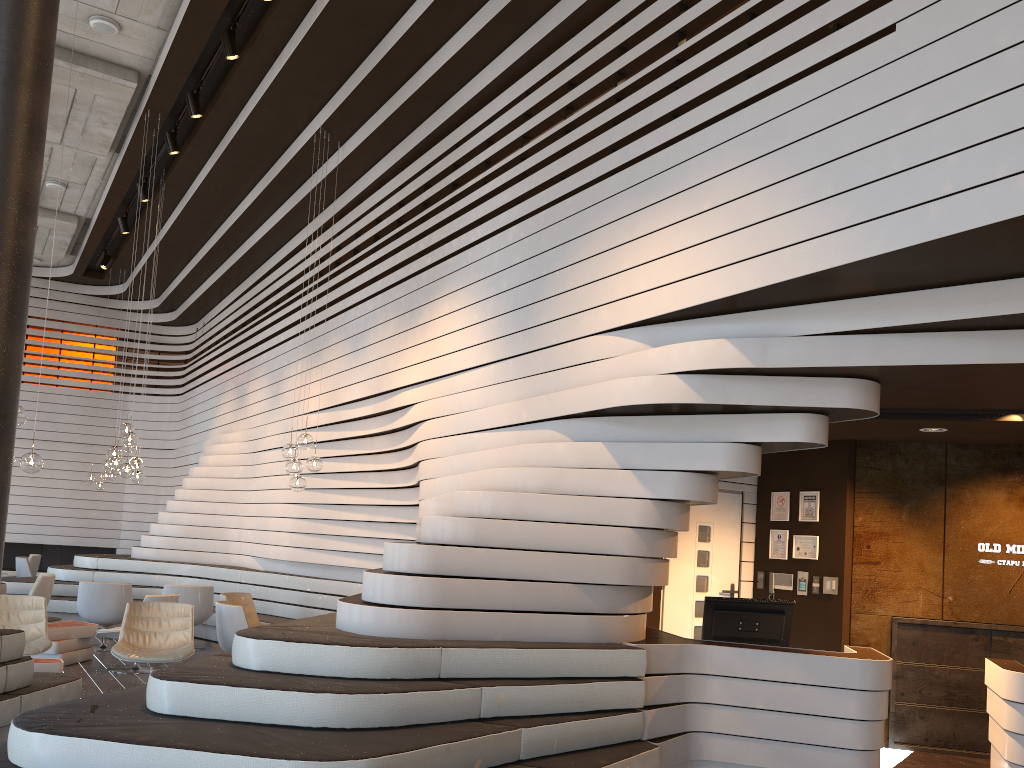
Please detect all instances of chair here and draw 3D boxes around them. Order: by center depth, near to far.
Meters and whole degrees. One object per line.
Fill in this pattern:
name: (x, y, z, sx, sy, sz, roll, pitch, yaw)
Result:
chair: (-4.205, 2.167, 7.346, 0.657, 0.759, 0.718, 8, -8, -31)
chair: (-3.051, 2.272, 7.531, 0.656, 0.759, 0.719, 5, -7, -15)
chair: (-2.461, 2.454, 8.333, 0.711, 0.759, 0.663, 8, -8, -32)
chair: (-3.722, 2.456, 8.782, 0.711, 0.759, 0.663, 3, -7, 8)
chair: (-2.743, 2.615, 9.323, 0.711, 0.759, 0.663, 2, -7, 13)
chair: (-4.641, 2.636, 10.091, 0.656, 0.759, 0.719, 5, -7, -11)
chair: (-5.837, 2.625, 10.445, 0.711, 0.759, 0.663, 7, -8, -28)
chair: (-3.881, 2.749, 10.460, 0.656, 0.759, 0.718, 7, -8, -24)
chair: (-7.772, 3.229, 14.456, 0.710, 0.759, 0.664, 7, -8, -27)
chair: (-8.590, 3.327, 15.281, 0.711, 0.759, 0.663, 7, -8, -29)

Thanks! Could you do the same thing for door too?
door: (1.681, 1.966, 7.898, 0.971, 2.086, 0.164, 7, -5, -32)

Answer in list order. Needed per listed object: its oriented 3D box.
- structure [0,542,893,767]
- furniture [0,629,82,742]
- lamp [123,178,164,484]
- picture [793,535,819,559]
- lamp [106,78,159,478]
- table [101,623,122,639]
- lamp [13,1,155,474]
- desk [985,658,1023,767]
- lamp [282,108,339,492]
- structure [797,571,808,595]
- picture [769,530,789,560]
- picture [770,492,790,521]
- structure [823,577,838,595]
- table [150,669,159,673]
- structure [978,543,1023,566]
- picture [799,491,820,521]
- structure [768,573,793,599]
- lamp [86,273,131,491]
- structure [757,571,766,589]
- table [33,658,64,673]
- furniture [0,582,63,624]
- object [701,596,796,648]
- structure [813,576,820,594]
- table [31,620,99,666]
structure: (-4.354, 2.826, 11.497, 5.783, 0.918, 18.403, 11, -12, -34)
furniture: (-3.678, 1.890, 5.499, 1.275, 0.715, 1.794, 3, -9, 4)
lamp: (-4.778, -1.021, 11.584, 0.293, 4.633, 0.549, 7, -5, -36)
picture: (2.572, 1.430, 7.728, 0.014, 0.200, 0.265, 6, -8, -31)
lamp: (-4.126, -1.320, 9.755, 0.309, 4.699, 0.668, 5, -5, -23)
table: (-4.726, 2.994, 11.010, 0.905, 0.367, 0.418, 3, -8, 1)
lamp: (0.302, -2.051, 3.153, 9.044, 4.569, 42.385, 9, -11, -31)
desk: (3.638, 2.193, 5.209, 1.459, 0.913, 0.858, 1, -7, 15)
lamp: (-2.043, -1.229, 9.075, 0.334, 4.671, 0.535, 2, -4, 20)
structure: (2.548, 1.747, 7.728, 0.012, 0.199, 0.106, 6, -6, -31)
picture: (2.414, 1.452, 7.981, 0.014, 0.260, 0.204, 6, -7, -31)
picture: (2.435, 1.111, 8.006, 0.014, 0.260, 0.204, 6, -7, -31)
structure: (2.703, 1.708, 7.473, 0.021, 0.141, 0.144, 6, -8, -31)
table: (-2.469, 2.389, 6.880, 0.415, 0.366, 0.912, -1, -10, 30)
structure: (4.228, 1.385, 7.077, 0.885, 0.165, 0.007, 1, -5, 15)
picture: (2.606, 1.073, 7.734, 0.014, 0.260, 0.204, 6, -7, -31)
structure: (2.414, 1.830, 7.926, 0.026, 0.251, 0.260, 6, -8, -33)
lamp: (-7.137, -0.411, 15.778, 0.544, 4.633, 0.296, 4, -4, -6)
structure: (2.298, 1.808, 8.126, 0.009, 0.153, 0.087, 6, -6, -31)
table: (-3.890, 2.252, 6.609, 0.906, 0.367, 0.418, 9, -9, -29)
furniture: (-5.583, 2.467, 9.353, 1.780, 0.715, 1.284, -2, -10, 29)
object: (1.605, 1.736, 6.050, 0.596, 0.549, 0.372, 2, -6, 9)
structure: (2.624, 1.733, 7.599, 0.019, 0.145, 0.063, 6, -6, -31)
table: (-4.540, 2.628, 8.917, 0.413, 0.366, 0.917, 3, -9, 6)
